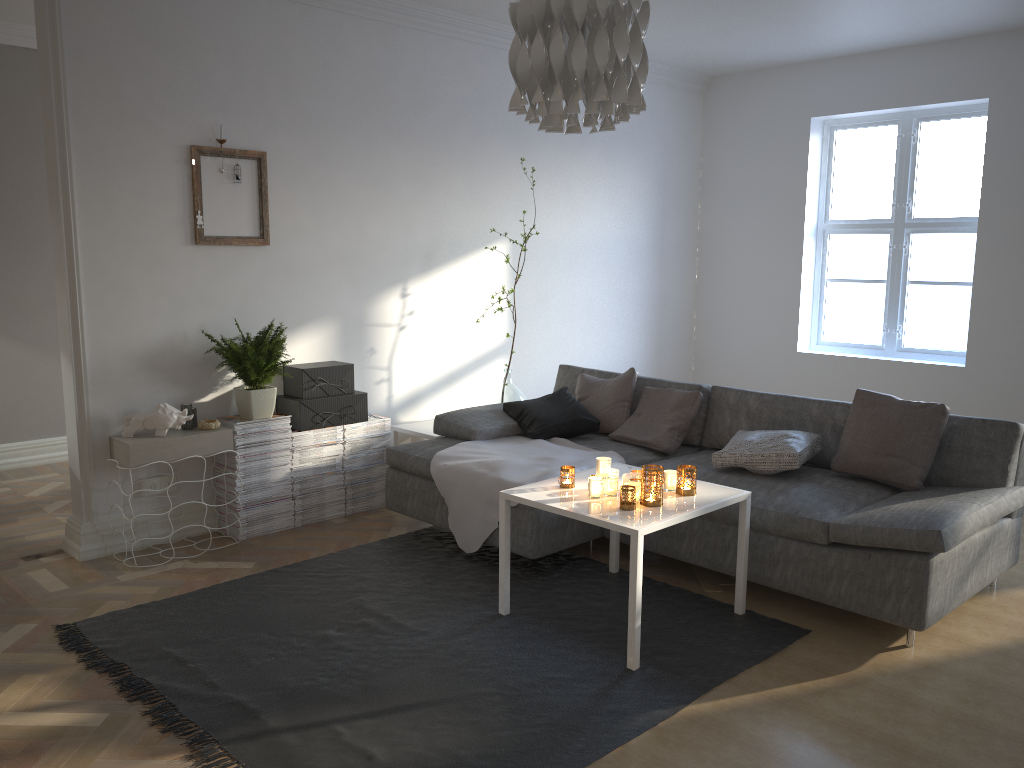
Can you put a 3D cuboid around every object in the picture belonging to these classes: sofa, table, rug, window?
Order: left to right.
[{"bbox_3d":[-1.593,0.512,4.194,0.552,0.577,0.298,-8,12,-43],"label":"table"},{"bbox_3d":[-1.310,0.454,4.516,0.321,0.598,0.246,-8,13,-44],"label":"table"},{"bbox_3d":[-1.089,0.472,4.736,0.327,0.500,0.246,-8,13,-44],"label":"table"},{"bbox_3d":[-0.864,0.441,4.953,0.327,0.500,0.246,-8,13,-44],"label":"table"},{"bbox_3d":[-0.306,0.927,3.349,2.109,0.055,2.012,-8,12,-44],"label":"rug"},{"bbox_3d":[-0.412,0.450,5.233,0.436,0.413,0.422,-8,12,-44],"label":"table"},{"bbox_3d":[0.440,0.667,3.486,0.714,0.506,0.674,-8,12,-44],"label":"table"},{"bbox_3d":[0.789,0.457,4.195,1.553,0.774,2.628,-8,12,-44],"label":"sofa"},{"bbox_3d":[2.754,-1.048,6.317,0.077,1.714,1.199,-9,13,-44],"label":"window"}]

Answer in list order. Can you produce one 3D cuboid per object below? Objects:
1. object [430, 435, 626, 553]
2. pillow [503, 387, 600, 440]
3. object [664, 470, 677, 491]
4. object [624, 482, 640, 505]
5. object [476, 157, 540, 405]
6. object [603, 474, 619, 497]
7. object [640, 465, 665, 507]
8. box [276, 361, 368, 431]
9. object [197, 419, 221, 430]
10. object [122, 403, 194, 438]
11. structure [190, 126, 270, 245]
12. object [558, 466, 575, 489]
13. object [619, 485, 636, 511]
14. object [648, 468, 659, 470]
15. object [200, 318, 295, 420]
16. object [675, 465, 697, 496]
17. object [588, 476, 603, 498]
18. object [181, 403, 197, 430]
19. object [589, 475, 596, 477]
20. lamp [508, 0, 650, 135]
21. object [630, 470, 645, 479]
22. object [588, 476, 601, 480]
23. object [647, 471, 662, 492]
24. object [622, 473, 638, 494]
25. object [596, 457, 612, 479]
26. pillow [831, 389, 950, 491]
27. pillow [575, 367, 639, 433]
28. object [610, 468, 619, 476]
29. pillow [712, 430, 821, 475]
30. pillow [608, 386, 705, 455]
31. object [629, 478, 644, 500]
[{"bbox_3d":[0.052,0.539,4.338,0.811,0.438,0.725,9,12,44],"label":"object"},{"bbox_3d":[0.211,0.170,4.832,0.421,0.249,0.401,-3,9,-24],"label":"pillow"},{"bbox_3d":[0.622,0.378,3.472,0.060,0.073,0.060,2,9,8],"label":"object"},{"bbox_3d":[0.443,0.406,3.280,0.060,0.073,0.060,6,11,34],"label":"object"},{"bbox_3d":[-0.017,-0.510,5.245,0.340,1.678,0.774,1,9,5],"label":"object"},{"bbox_3d":[0.378,0.389,3.391,0.060,0.073,0.060,5,10,25],"label":"object"},{"bbox_3d":[0.516,0.375,3.264,0.087,0.140,0.090,3,9,16],"label":"object"},{"bbox_3d":[-1.003,0.058,4.749,0.419,0.316,0.298,-8,12,-44],"label":"box"},{"bbox_3d":[-1.448,0.192,4.238,0.104,0.046,0.099,1,9,2],"label":"object"},{"bbox_3d":[-1.629,0.162,4.082,0.311,0.150,0.137,-2,9,-14],"label":"object"},{"bbox_3d":[-1.388,-0.979,4.385,0.053,0.576,0.398,9,12,42],"label":"structure"},{"bbox_3d":[0.220,0.368,3.507,0.060,0.079,0.060,8,12,39],"label":"object"},{"bbox_3d":[0.420,0.412,3.213,0.060,0.079,0.059,7,11,35],"label":"object"},{"bbox_3d":[0.564,0.372,3.534,0.047,0.068,0.054,1,9,6],"label":"object"},{"bbox_3d":[-1.284,-0.069,4.405,0.437,0.528,0.368,-8,12,-44],"label":"object"},{"bbox_3d":[0.672,0.371,3.416,0.080,0.105,0.080,7,11,35],"label":"object"},{"bbox_3d":[0.317,0.392,3.365,0.060,0.073,0.060,5,10,25],"label":"object"},{"bbox_3d":[-1.550,0.146,4.244,0.062,0.134,0.123,0,9,-3],"label":"object"},{"bbox_3d":[0.324,0.387,3.450,0.050,0.058,0.051,3,9,15],"label":"object"},{"bbox_3d":[0.170,-1.174,2.173,0.354,1.068,0.354,0,9,-2],"label":"lamp"},{"bbox_3d":[0.492,0.378,3.466,0.060,0.073,0.060,-3,9,-19],"label":"object"},{"bbox_3d":[0.317,0.389,3.365,0.056,0.067,0.056,2,9,8],"label":"object"},{"bbox_3d":[0.556,0.380,3.457,0.060,0.073,0.060,-3,9,-19],"label":"object"},{"bbox_3d":[0.454,0.386,3.412,0.060,0.073,0.060,1,9,2],"label":"object"},{"bbox_3d":[0.347,0.318,3.365,0.060,0.073,0.060,-4,10,-28],"label":"object"},{"bbox_3d":[1.643,0.239,3.866,0.241,0.391,0.426,-8,12,-43],"label":"pillow"},{"bbox_3d":[0.526,0.098,5.004,0.429,0.404,0.323,6,11,33],"label":"pillow"},{"bbox_3d":[0.391,0.375,3.487,0.060,0.073,0.060,-3,9,-19],"label":"object"},{"bbox_3d":[1.171,0.314,4.071,0.404,0.195,0.405,6,10,32],"label":"pillow"},{"bbox_3d":[0.762,0.176,4.690,0.336,0.312,0.414,-7,11,-39],"label":"pillow"},{"bbox_3d":[0.469,0.397,3.338,0.060,0.073,0.060,6,11,34],"label":"object"}]
